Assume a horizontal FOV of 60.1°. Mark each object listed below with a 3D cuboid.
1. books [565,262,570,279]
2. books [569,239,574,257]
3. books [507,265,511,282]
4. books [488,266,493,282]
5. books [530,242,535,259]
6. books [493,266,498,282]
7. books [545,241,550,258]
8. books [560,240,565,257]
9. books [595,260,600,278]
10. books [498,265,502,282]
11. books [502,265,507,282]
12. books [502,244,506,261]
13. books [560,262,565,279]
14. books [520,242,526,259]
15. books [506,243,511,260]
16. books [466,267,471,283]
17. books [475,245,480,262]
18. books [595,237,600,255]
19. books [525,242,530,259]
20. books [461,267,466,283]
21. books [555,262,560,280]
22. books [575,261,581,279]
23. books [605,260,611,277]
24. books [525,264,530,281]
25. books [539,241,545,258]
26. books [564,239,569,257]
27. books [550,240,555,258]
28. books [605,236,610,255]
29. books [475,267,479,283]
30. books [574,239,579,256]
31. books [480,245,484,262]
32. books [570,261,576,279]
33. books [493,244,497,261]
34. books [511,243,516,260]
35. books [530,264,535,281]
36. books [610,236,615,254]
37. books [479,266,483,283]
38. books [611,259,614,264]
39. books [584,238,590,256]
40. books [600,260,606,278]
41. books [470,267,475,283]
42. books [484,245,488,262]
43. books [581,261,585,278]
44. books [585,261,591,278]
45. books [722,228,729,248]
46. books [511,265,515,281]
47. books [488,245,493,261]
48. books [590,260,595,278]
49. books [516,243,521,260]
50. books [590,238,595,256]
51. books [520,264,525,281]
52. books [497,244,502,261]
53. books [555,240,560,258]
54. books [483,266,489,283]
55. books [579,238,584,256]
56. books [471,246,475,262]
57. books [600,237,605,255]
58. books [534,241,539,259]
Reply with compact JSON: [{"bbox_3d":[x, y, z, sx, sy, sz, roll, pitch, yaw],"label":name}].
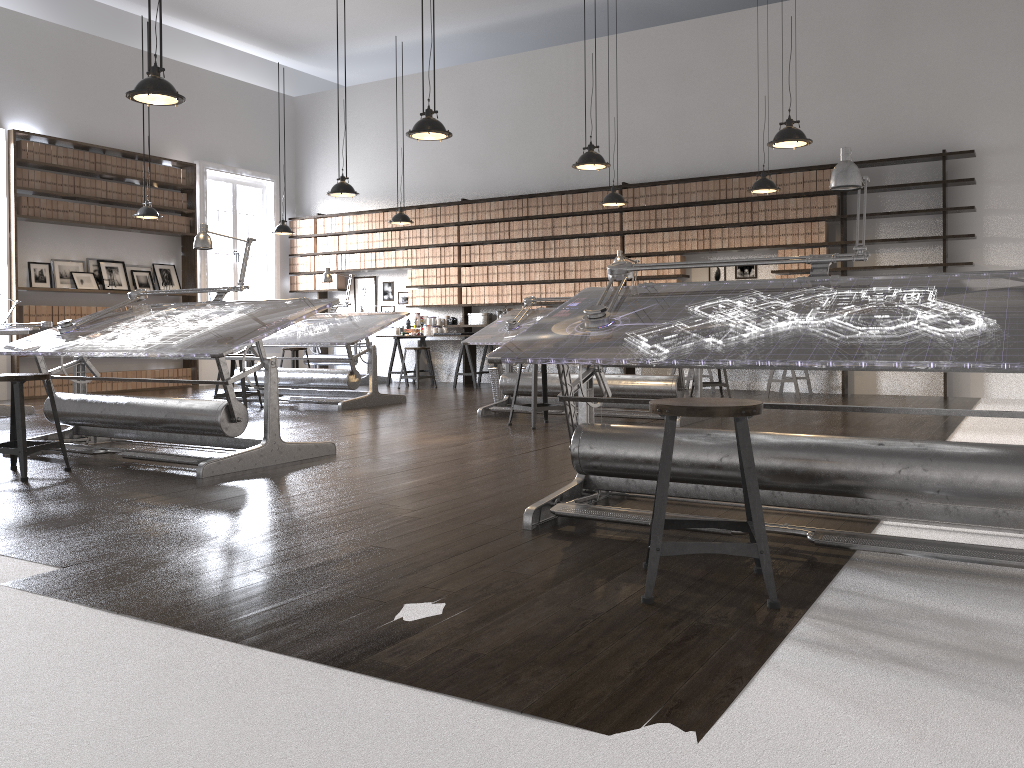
[{"bbox_3d":[0.731,-1.403,11.025,0.067,0.225,0.175,0,2,31],"label":"books"},{"bbox_3d":[0.780,-1.679,10.990,0.067,0.225,0.175,0,2,31],"label":"books"},{"bbox_3d":[0.002,-1.423,11.453,0.067,0.225,0.175,0,2,31],"label":"books"},{"bbox_3d":[-0.235,-1.430,11.602,0.067,0.225,0.175,0,2,31],"label":"books"},{"bbox_3d":[0.298,-1.692,11.277,0.067,0.225,0.175,0,2,31],"label":"books"},{"bbox_3d":[-0.177,-1.428,11.562,0.067,0.225,0.174,0,2,31],"label":"books"},{"bbox_3d":[0.483,-1.687,11.169,0.067,0.225,0.175,0,2,31],"label":"books"},{"bbox_3d":[0.666,-1.682,11.060,0.067,0.225,0.175,0,2,31],"label":"books"},{"bbox_3d":[1.081,-1.394,10.812,0.067,0.225,0.175,0,2,31],"label":"books"},{"bbox_3d":[-0.114,-1.426,11.529,0.067,0.225,0.174,0,2,31],"label":"books"},{"bbox_3d":[-0.053,-1.425,11.493,0.067,0.225,0.175,0,2,31],"label":"books"},{"bbox_3d":[-0.063,-1.702,11.489,0.067,0.225,0.175,0,2,31],"label":"books"},{"bbox_3d":[0.663,-1.405,11.059,0.067,0.225,0.175,0,2,31],"label":"books"},{"bbox_3d":[0.179,-1.695,11.343,0.067,0.225,0.175,0,2,31],"label":"books"},{"bbox_3d":[0.000,-1.700,11.456,0.067,0.225,0.175,0,2,31],"label":"books"},{"bbox_3d":[-0.539,-1.437,11.776,0.067,0.225,0.175,0,2,31],"label":"books"},{"bbox_3d":[-0.415,-1.711,11.700,0.067,0.225,0.174,0,2,31],"label":"books"},{"bbox_3d":[1.076,-1.671,10.811,0.067,0.225,0.174,0,2,31],"label":"books"},{"bbox_3d":[0.241,-1.693,11.306,0.067,0.225,0.175,0,2,31],"label":"books"},{"bbox_3d":[-0.600,-1.439,11.816,0.067,0.225,0.174,0,2,31],"label":"books"},{"bbox_3d":[0.603,-1.407,11.102,0.067,0.225,0.175,0,2,31],"label":"books"},{"bbox_3d":[0.852,-1.400,10.952,0.067,0.225,0.174,0,2,31],"label":"books"},{"bbox_3d":[1.199,-1.391,10.744,0.067,0.225,0.175,0,2,31],"label":"books"},{"bbox_3d":[0.239,-1.417,11.318,0.067,0.225,0.175,0,2,31],"label":"books"},{"bbox_3d":[0.416,-1.689,11.203,0.067,0.225,0.175,0,2,31],"label":"books"},{"bbox_3d":[0.720,-1.680,11.020,0.067,0.225,0.175,0,2,31],"label":"books"},{"bbox_3d":[0.542,-1.685,11.129,0.067,0.225,0.174,0,2,31],"label":"books"},{"bbox_3d":[1.193,-1.667,10.737,0.067,0.225,0.175,0,2,31],"label":"books"},{"bbox_3d":[-0.421,-1.434,11.710,0.067,0.225,0.175,0,2,31],"label":"books"},{"bbox_3d":[0.833,-1.677,10.956,0.067,0.225,0.175,0,2,31],"label":"books"},{"bbox_3d":[-0.353,-1.710,11.667,0.067,0.225,0.174,0,2,31],"label":"books"},{"bbox_3d":[0.789,-1.402,10.985,0.067,0.225,0.174,0,2,31],"label":"books"},{"bbox_3d":[-0.177,-1.705,11.561,0.067,0.225,0.175,0,2,31],"label":"books"},{"bbox_3d":[0.061,-1.699,11.422,0.067,0.225,0.174,0,2,31],"label":"books"},{"bbox_3d":[0.299,-1.415,11.284,0.067,0.225,0.174,0,2,31],"label":"books"},{"bbox_3d":[1.250,-1.666,10.709,0.067,0.225,0.175,0,2,31],"label":"books"},{"bbox_3d":[-0.363,-1.433,11.679,0.067,0.225,0.175,0,2,31],"label":"books"},{"bbox_3d":[1.260,-1.389,10.710,0.067,0.225,0.174,0,2,31],"label":"books"},{"bbox_3d":[0.957,-1.674,10.885,0.067,0.225,0.175,0,2,31],"label":"books"},{"bbox_3d":[1.137,-1.392,10.777,0.067,0.225,0.175,0,2,31],"label":"books"},{"bbox_3d":[-0.478,-1.435,11.739,0.067,0.225,0.175,0,2,31],"label":"books"},{"bbox_3d":[-0.292,-1.708,11.631,0.067,0.225,0.175,0,2,31],"label":"books"},{"bbox_3d":[0.913,-1.399,10.916,0.067,0.225,0.175,0,2,31],"label":"books"},{"bbox_3d":[0.968,-1.397,10.876,0.067,0.225,0.175,0,2,31],"label":"books"},{"bbox_3d":[2.435,-1.640,10.000,0.067,0.225,0.174,0,2,31],"label":"books"},{"bbox_3d":[0.062,-1.421,11.423,0.067,0.225,0.175,0,2,31],"label":"books"},{"bbox_3d":[-0.237,-1.706,11.591,0.067,0.225,0.175,0,2,31],"label":"books"},{"bbox_3d":[1.028,-1.395,10.846,0.067,0.225,0.175,0,2,31],"label":"books"},{"bbox_3d":[0.119,-1.697,11.383,0.067,0.225,0.174,0,2,31],"label":"books"},{"bbox_3d":[1.018,-1.673,10.851,0.067,0.225,0.174,0,2,31],"label":"books"},{"bbox_3d":[0.176,-1.418,11.350,0.067,0.225,0.175,0,2,31],"label":"books"},{"bbox_3d":[-0.124,-1.703,11.528,0.067,0.225,0.175,0,2,31],"label":"books"},{"bbox_3d":[0.605,-1.684,11.096,0.067,0.225,0.174,0,2,31],"label":"books"},{"bbox_3d":[-0.303,-1.431,11.636,0.067,0.225,0.175,0,2,31],"label":"books"},{"bbox_3d":[0.895,-1.676,10.917,0.067,0.225,0.175,0,2,31],"label":"books"},{"bbox_3d":[-0.474,-1.713,11.741,0.067,0.225,0.175,0,2,31],"label":"books"},{"bbox_3d":[1.136,-1.669,10.771,0.067,0.225,0.175,0,2,31],"label":"books"},{"bbox_3d":[0.355,-1.691,11.246,0.067,0.225,0.175,0,2,31],"label":"books"}]
